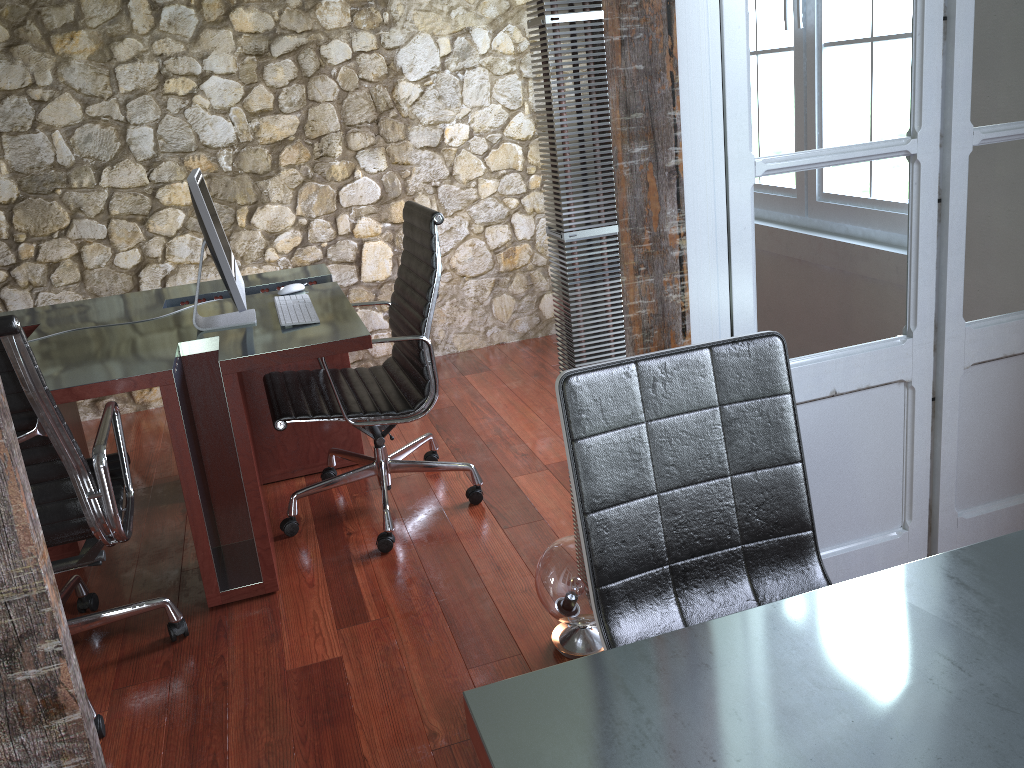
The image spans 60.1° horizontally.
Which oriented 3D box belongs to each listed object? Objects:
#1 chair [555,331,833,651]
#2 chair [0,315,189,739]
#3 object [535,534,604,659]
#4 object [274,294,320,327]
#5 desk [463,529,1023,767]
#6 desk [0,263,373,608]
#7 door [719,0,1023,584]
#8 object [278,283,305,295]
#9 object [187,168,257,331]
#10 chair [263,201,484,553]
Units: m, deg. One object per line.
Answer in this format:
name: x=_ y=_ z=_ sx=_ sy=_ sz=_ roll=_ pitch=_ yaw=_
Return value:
chair: x=0.402 y=0.454 z=1.374 sx=0.476 sy=0.906 sz=0.609 roll=-11 pitch=17 yaw=-15
chair: x=-1.247 y=0.292 z=2.197 sx=0.668 sy=1.008 sz=0.707 roll=-12 pitch=18 yaw=-20
object: x=0.178 y=0.555 z=2.215 sx=0.222 sy=0.377 sz=0.236 roll=-18 pitch=21 yaw=-36
object: x=-0.713 y=-0.247 z=2.914 sx=0.119 sy=0.017 sz=0.444 roll=-11 pitch=19 yaw=-15
desk: x=0.911 y=0.798 z=0.591 sx=1.449 sy=0.644 sz=1.734 roll=-11 pitch=19 yaw=-15
desk: x=-1.751 y=0.253 z=2.910 sx=2.513 sy=0.717 sz=1.317 roll=-11 pitch=19 yaw=-15
door: x=0.951 y=-0.468 z=1.977 sx=1.163 sy=2.150 sz=0.041 roll=-11 pitch=17 yaw=-15
object: x=-0.804 y=-0.347 z=3.217 sx=0.059 sy=0.028 sz=0.107 roll=10 pitch=24 yaw=40
object: x=-0.955 y=-0.432 z=2.816 sx=0.190 sy=0.478 sz=0.490 roll=-10 pitch=18 yaw=-15
chair: x=-0.505 y=-0.048 z=2.972 sx=0.700 sy=1.008 sz=0.674 roll=-9 pitch=17 yaw=-11
